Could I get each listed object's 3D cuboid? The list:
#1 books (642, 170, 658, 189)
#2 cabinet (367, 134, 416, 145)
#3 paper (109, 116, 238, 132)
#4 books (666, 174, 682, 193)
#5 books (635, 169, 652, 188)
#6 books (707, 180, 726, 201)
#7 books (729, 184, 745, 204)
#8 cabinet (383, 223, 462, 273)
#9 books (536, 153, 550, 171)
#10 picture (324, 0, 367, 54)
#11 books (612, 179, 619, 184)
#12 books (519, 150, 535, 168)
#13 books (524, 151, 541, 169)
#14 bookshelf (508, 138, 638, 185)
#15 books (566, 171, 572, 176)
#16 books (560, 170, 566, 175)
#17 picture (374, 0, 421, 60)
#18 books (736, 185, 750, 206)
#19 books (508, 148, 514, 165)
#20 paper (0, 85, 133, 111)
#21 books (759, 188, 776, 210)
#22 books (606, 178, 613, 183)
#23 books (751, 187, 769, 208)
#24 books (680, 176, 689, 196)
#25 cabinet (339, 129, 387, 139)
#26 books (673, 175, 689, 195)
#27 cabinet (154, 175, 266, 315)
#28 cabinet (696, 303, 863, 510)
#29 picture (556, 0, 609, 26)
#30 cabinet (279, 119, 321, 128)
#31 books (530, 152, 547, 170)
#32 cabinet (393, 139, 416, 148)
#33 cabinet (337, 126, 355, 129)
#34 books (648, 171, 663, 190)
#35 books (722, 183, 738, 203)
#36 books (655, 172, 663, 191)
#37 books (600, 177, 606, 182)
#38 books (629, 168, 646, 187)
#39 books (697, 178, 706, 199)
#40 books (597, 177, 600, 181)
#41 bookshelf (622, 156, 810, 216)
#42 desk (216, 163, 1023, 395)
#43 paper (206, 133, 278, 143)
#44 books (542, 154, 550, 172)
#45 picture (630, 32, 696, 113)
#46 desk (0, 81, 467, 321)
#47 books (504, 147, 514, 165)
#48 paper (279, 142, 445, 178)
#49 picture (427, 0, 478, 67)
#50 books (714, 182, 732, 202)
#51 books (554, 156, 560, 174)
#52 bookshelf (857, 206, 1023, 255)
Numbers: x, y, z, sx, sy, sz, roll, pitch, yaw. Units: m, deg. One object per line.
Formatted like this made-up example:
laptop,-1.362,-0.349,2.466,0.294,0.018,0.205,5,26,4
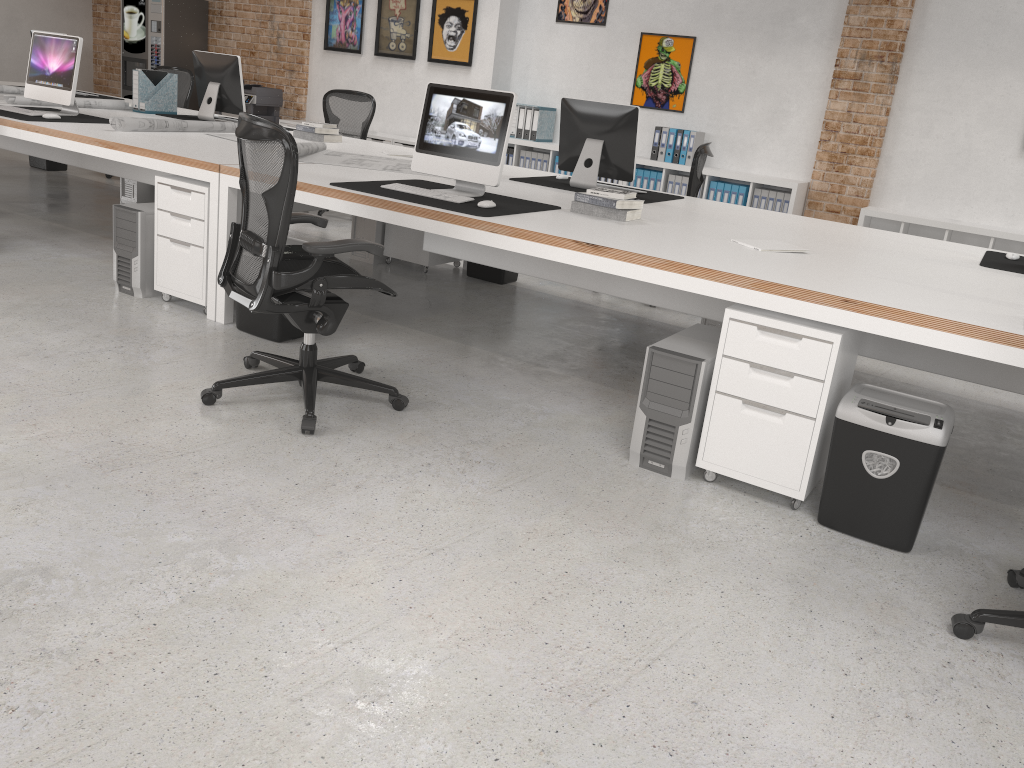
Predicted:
books,1.256,-1.815,8.070,0.062,0.258,0.234,16,19,28
cabinet,-1.264,-2.227,9.143,0.390,0.639,0.463,16,19,28
paper,-2.035,-1.622,5.554,0.083,0.081,1.145,14,20,22
books,1.458,-1.748,7.944,0.062,0.258,0.234,16,19,28
books,1.202,-1.832,8.101,0.062,0.258,0.234,16,19,28
books,1.787,-1.648,7.770,0.062,0.258,0.234,16,19,28
books,1.950,-1.597,7.679,0.062,0.258,0.234,16,19,28
cabinet,-0.579,-1.138,6.160,0.390,0.639,0.463,16,19,28
books,0.316,-2.109,8.599,0.062,0.258,0.234,16,19,28
picture,-1.767,-3.855,9.380,0.527,0.644,0.042,17,19,28
books,1.006,-1.884,8.184,0.062,0.258,0.234,16,19,28
books,0.153,-2.160,8.690,0.062,0.258,0.234,16,19,28
books,0.207,-2.143,8.660,0.062,0.258,0.234,16,19,28
bookshelf,0.432,-1.920,8.618,1.553,0.789,0.403,17,19,28
books,0.593,-2.017,8.428,0.062,0.258,0.234,16,19,28
books,0.538,-2.034,8.458,0.062,0.258,0.234,16,19,28
picture,-1.168,-3.669,9.045,0.527,0.644,0.042,17,19,28
books,2.006,-1.580,7.648,0.062,0.258,0.234,16,19,28
books,0.045,-2.188,8.734,0.062,0.258,0.234,16,19,28
paper,-3.530,-2.126,6.506,1.080,0.104,0.984,16,21,25
books,2.174,-1.532,7.568,0.062,0.258,0.234,16,19,28
books,0.951,-1.901,8.214,0.062,0.258,0.234,16,19,28
books,2.120,-1.549,7.598,0.062,0.258,0.234,16,19,28
books,1.567,-1.714,7.884,0.062,0.258,0.234,16,19,28
cabinet,-1.593,-2.331,9.331,0.390,0.639,0.463,16,19,28
books,1.512,-1.731,7.914,0.062,0.258,0.234,16,19,28
cabinet,-1.539,-0.735,4.611,0.390,0.639,0.463,16,19,28
cabinet,0.972,0.048,3.208,0.390,0.639,0.463,16,19,28
picture,0.686,-3.727,8.311,0.536,0.653,0.018,17,19,28
cabinet,-2.256,-2.537,9.700,0.390,0.639,0.463,16,19,28
books,0.261,-2.126,8.629,0.062,0.258,0.234,16,19,28
cabinet,-0.932,-2.124,8.960,0.390,0.639,0.463,16,19,28
cabinet,-1.925,-2.434,9.515,0.390,0.639,0.463,16,19,28
books,1.311,-1.798,8.040,0.062,0.258,0.234,16,19,28
books,1.895,-1.614,7.710,0.062,0.258,0.234,16,19,28
books,1.367,-1.780,8.009,0.062,0.258,0.234,16,19,28
books,0.897,-1.918,8.245,0.062,0.258,0.234,16,19,28
books,1.148,-1.849,8.131,0.062,0.258,0.234,16,19,28
books,1.677,-1.679,7.822,0.062,0.258,0.234,16,19,28
books,0.842,-1.935,8.276,0.062,0.258,0.234,16,19,28
bookshelf,1.743,-1.511,7.886,1.553,0.789,0.403,17,19,28
desk,1.346,-0.246,4.028,5.140,0.759,2.331,17,21,28
paper,-1.638,-1.550,5.590,0.432,0.001,0.487,21,23,35
books,0.372,-2.092,8.568,0.062,0.258,0.234,16,19,28
picture,1.371,-2.839,8.072,0.536,0.653,0.018,17,19,28
desk,-2.991,-1.598,6.452,5.140,0.759,2.331,17,21,28
books,-0.010,-2.205,8.765,0.062,0.258,0.234,16,19,28
paper,-0.728,-1.307,5.103,1.074,0.104,0.990,5,19,-6
picture,-0.583,-3.486,8.718,0.527,0.644,0.042,17,19,28
books,1.840,-1.631,7.740,0.062,0.258,0.234,16,19,28
books,0.484,-2.051,8.489,0.062,0.258,0.234,16,19,28
bookshelf,3.488,-0.911,6.923,1.553,0.676,0.403,17,19,28
